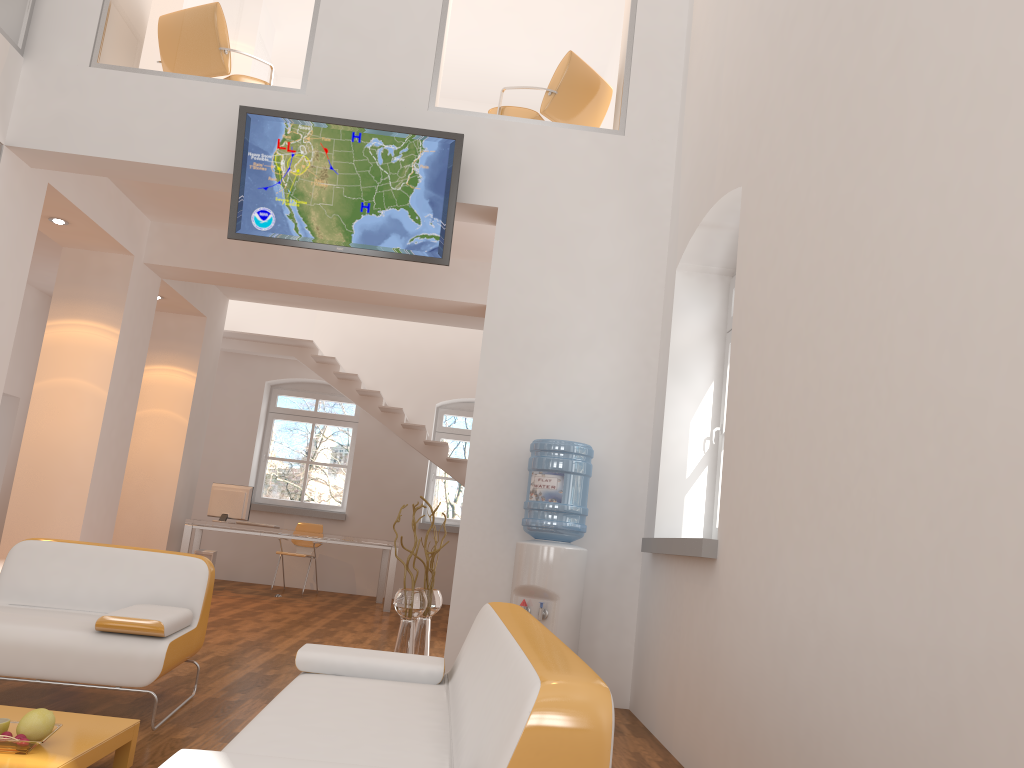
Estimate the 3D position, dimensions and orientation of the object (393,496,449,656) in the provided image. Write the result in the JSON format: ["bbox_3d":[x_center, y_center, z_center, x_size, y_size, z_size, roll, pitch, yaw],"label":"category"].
[{"bbox_3d":[-0.558,1.269,5.567,0.284,1.112,0.655,3,-11,19],"label":"object"}]

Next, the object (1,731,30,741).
[{"bbox_3d":[-1.425,1.012,2.518,0.134,0.037,0.061,6,-10,5],"label":"object"}]

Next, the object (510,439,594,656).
[{"bbox_3d":[0.215,1.079,5.092,0.436,1.490,0.436,9,-10,-16],"label":"object"}]

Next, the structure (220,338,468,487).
[{"bbox_3d":[-1.682,0.959,10.021,4.630,3.042,3.450,7,-10,-2],"label":"structure"}]

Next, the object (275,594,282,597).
[{"bbox_3d":[-2.614,2.371,9.920,0.054,0.035,0.115,5,-10,8],"label":"object"}]

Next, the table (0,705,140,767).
[{"bbox_3d":[-1.749,1.078,2.513,1.000,0.150,1.000,7,-10,-2],"label":"table"}]

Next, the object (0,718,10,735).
[{"bbox_3d":[-1.513,1.008,2.573,0.091,0.065,0.092,15,-13,-39],"label":"object"}]

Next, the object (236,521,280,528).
[{"bbox_3d":[-2.906,1.606,10.152,0.467,0.031,0.200,5,-10,8],"label":"object"}]

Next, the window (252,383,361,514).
[{"bbox_3d":[-2.754,0.848,12.091,1.308,1.737,0.142,7,-10,-2],"label":"window"}]

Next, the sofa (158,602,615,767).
[{"bbox_3d":[-0.329,0.974,2.479,0.825,0.661,2.010,7,-10,-3],"label":"sofa"}]

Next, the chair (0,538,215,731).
[{"bbox_3d":[-1.870,1.042,3.851,0.923,0.661,0.825,8,-10,-7],"label":"chair"}]

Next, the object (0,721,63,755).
[{"bbox_3d":[-1.441,1.017,2.543,0.227,0.048,0.227,9,-10,-12],"label":"object"}]

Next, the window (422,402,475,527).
[{"bbox_3d":[-0.478,1.120,12.165,1.308,1.737,0.142,7,-10,-2],"label":"window"}]

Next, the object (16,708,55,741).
[{"bbox_3d":[-1.403,1.006,2.613,0.102,0.095,0.101,13,-12,-32],"label":"object"}]

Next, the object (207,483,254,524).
[{"bbox_3d":[-3.144,1.312,9.763,0.516,0.418,0.245,1,-11,27],"label":"object"}]

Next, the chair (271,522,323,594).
[{"bbox_3d":[-2.615,2.117,10.868,0.495,0.829,0.464,4,-10,13],"label":"chair"}]

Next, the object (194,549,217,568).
[{"bbox_3d":[-3.462,2.080,9.939,0.200,0.422,0.474,9,-10,-12],"label":"object"}]

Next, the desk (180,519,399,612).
[{"bbox_3d":[-2.479,2.013,9.928,2.239,0.750,1.092,9,-10,-12],"label":"desk"}]

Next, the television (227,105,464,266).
[{"bbox_3d":[-1.037,-1.230,5.535,1.388,0.803,0.266,7,-10,-2],"label":"television"}]

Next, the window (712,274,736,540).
[{"bbox_3d":[1.283,0.035,4.615,0.142,1.627,1.302,7,-10,-2],"label":"window"}]
